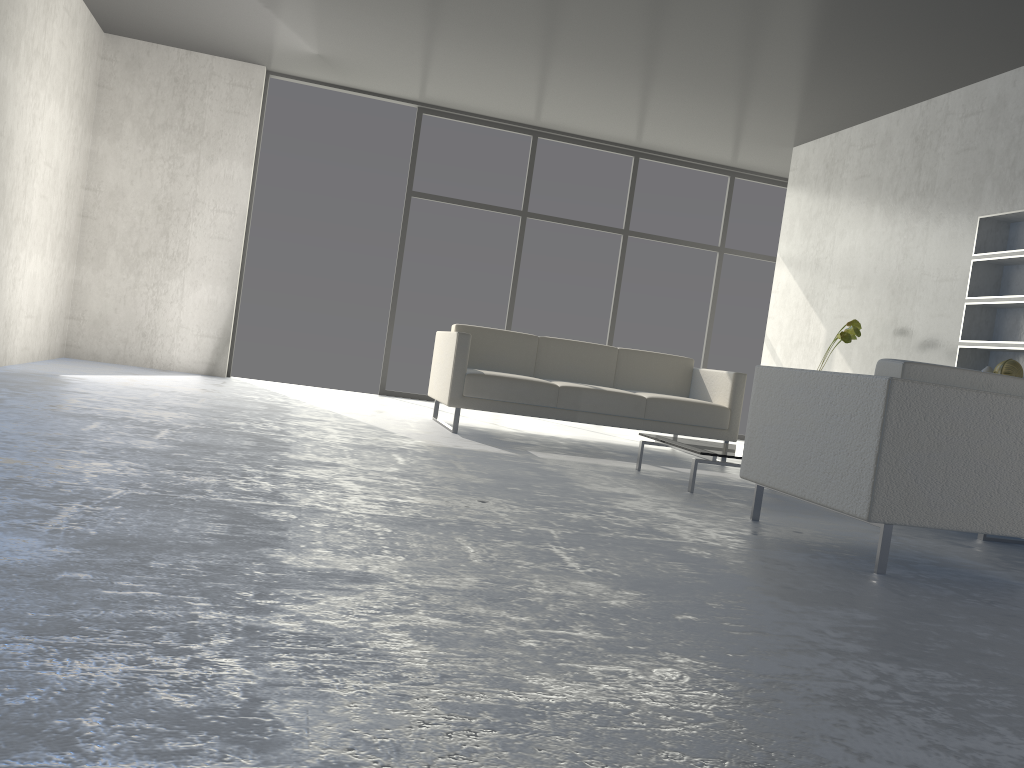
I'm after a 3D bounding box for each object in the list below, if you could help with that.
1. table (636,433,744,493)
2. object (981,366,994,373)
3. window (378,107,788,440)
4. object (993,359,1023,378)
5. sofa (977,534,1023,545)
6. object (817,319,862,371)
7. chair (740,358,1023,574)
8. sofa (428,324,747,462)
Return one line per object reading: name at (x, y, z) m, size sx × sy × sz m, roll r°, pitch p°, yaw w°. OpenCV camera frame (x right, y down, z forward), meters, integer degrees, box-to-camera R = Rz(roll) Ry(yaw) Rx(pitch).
table at (1.108, 0.422, 4.400) m, size 0.773 × 0.190 × 0.730 m, roll 8°, pitch 2°, yaw -14°
object at (2.722, -0.038, 5.080) m, size 0.086 × 0.128 × 0.086 m, roll 8°, pitch 2°, yaw -3°
window at (0.987, -0.870, 8.072) m, size 4.080 × 2.477 × 0.037 m, roll 8°, pitch 2°, yaw -14°
object at (2.737, -0.057, 4.929) m, size 0.088 × 0.179 × 0.163 m, roll 7°, pitch 2°, yaw -24°
sofa at (2.194, 0.328, 4.702) m, size 0.821 × 0.658 × 1.881 m, roll 8°, pitch 2°, yaw -14°
object at (2.012, 0.073, 5.750) m, size 0.387 × 1.051 × 0.400 m, roll 8°, pitch 2°, yaw 14°
chair at (1.348, 0.259, 3.125) m, size 0.748 × 0.662 × 0.821 m, roll 8°, pitch 2°, yaw -14°
sofa at (0.459, 0.049, 5.770) m, size 1.881 × 0.658 × 0.821 m, roll 8°, pitch 2°, yaw -14°
